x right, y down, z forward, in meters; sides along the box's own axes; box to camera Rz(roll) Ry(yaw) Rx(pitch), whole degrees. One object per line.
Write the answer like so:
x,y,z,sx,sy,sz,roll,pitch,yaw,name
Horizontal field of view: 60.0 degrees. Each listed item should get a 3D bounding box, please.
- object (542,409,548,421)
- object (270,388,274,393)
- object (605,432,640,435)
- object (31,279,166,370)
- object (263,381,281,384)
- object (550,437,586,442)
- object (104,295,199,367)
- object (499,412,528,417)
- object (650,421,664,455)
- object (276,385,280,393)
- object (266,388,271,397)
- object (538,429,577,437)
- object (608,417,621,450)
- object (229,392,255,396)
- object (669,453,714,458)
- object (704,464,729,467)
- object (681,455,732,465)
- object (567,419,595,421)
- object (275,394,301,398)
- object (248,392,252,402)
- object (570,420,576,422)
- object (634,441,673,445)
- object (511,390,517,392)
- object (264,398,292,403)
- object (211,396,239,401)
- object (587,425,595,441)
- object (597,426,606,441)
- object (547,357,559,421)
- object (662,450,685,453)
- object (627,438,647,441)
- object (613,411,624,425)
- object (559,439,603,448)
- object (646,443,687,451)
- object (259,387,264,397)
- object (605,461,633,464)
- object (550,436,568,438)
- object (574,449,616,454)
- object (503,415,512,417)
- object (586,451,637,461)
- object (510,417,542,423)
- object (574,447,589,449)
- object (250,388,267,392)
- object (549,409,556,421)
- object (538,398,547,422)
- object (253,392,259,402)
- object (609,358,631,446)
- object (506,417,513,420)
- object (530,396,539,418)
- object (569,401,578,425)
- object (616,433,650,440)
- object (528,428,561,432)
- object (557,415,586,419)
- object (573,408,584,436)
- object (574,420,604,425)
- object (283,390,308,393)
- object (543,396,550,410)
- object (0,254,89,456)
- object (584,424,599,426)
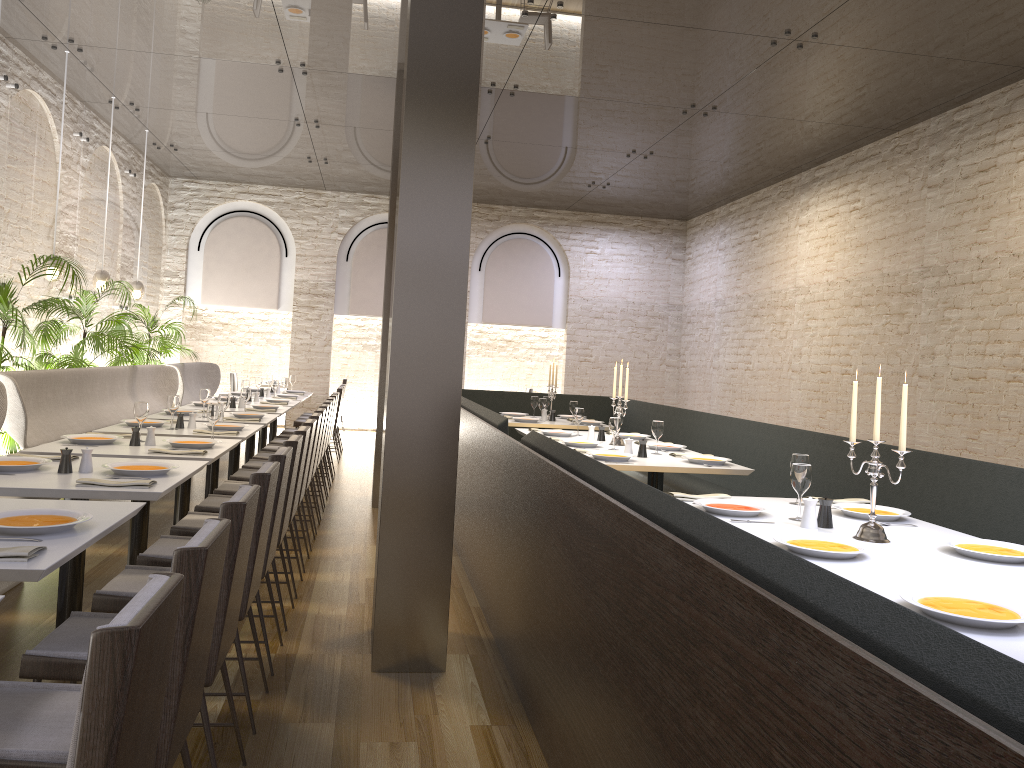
0.333,0.317,9.070,0.069,0.127,0.068,3,0,33,object
-3.162,0.057,11.700,0.059,0.109,0.059,3,0,27,object
0.967,0.436,7.737,0.273,0.033,0.143,3,1,-9,object
-4.179,-0.085,8.651,1.189,1.976,1.143,3,0,32,object
-3.929,-0.019,14.555,0.322,0.036,0.321,4,2,26,object
0.422,0.429,6.781,0.273,0.033,0.143,3,1,-9,object
-4.548,-0.167,11.087,1.144,1.976,1.189,3,0,-28,object
0.021,0.331,9.498,0.321,0.036,0.321,3,1,-13,object
1.009,0.372,6.151,0.086,0.231,0.086,3,-1,33,object
-3.099,0.059,11.756,0.059,0.109,0.059,3,0,27,object
-2.922,0.098,10.630,0.059,0.109,0.059,3,0,27,object
0.370,0.407,7.289,0.321,0.036,0.321,3,1,-13,object
0.727,0.353,6.294,0.086,0.231,0.086,3,-1,-9,object
-3.238,0.120,10.603,0.322,0.036,0.321,4,2,28,object
1.229,0.493,6.075,0.273,0.033,0.143,3,1,-9,object
1.283,0.510,5.537,0.181,0.015,0.038,3,1,-7,object
1.257,0.496,5.728,0.321,0.036,0.322,2,2,-33,object
0.722,0.383,9.288,0.273,0.033,0.143,3,1,-9,object
-2.707,0.148,10.684,0.322,0.036,0.321,4,2,28,object
-2.812,0.133,9.484,0.059,0.109,0.059,3,0,27,object
0.747,0.388,9.136,0.273,0.033,0.143,3,1,-9,object
1.101,0.465,6.888,0.273,0.033,0.143,3,1,-9,object
0.023,0.191,11.125,0.086,0.231,0.086,3,-1,21,object
-2.536,0.185,9.594,0.322,0.036,0.321,4,2,28,object
-3.066,0.157,9.513,0.322,0.036,0.321,4,2,28,object
0.626,0.386,6.990,0.068,0.127,0.069,3,0,-15,object
0.708,0.391,7.000,0.068,0.127,0.069,3,0,-15,object
0.418,0.048,9.195,0.131,0.657,0.390,3,0,2,object
1.155,0.482,6.351,0.181,0.015,0.038,3,1,-7,object
1.021,0.453,7.200,0.181,0.015,0.038,3,1,-7,object
0.853,0.339,7.136,0.086,0.231,0.086,3,-1,3,object
0.502,0.435,6.449,0.321,0.036,0.321,3,1,11,object
1.128,0.468,6.545,0.321,0.036,0.321,3,1,11,object
-2.984,0.096,10.574,0.059,0.109,0.059,3,0,27,object
0.656,0.480,5.416,0.185,0.010,0.017,3,1,-9,object
0.394,0.424,7.078,0.185,0.010,0.017,3,1,-9,object
0.551,0.457,5.968,0.273,0.033,0.143,3,1,-9,object
0.043,0.347,9.188,0.273,0.033,0.143,3,1,-9,object
0.631,0.463,5.632,0.321,0.036,0.322,3,1,-11,object
0.137,0.356,8.761,0.321,0.036,0.322,2,2,-33,object
0.528,0.453,6.229,0.185,0.010,0.017,3,1,-9,object
-3.415,0.082,11.729,0.322,0.036,0.321,4,2,28,object
0.416,0.322,9.059,0.069,0.127,0.068,3,0,33,object
0.306,0.262,8.964,0.086,0.231,0.086,3,-1,27,object
-2.750,0.135,9.540,0.059,0.109,0.059,3,0,27,object
0.813,0.133,6.691,0.131,0.657,0.390,3,0,2,object
0.067,0.353,9.035,0.273,0.033,0.143,3,1,-9,object
0.235,0.246,9.413,0.086,0.231,0.086,3,-1,27,object
0.604,0.284,8.720,0.086,0.231,0.086,3,-1,27,object
0.996,0.439,7.386,0.321,0.036,0.321,3,1,-13,object
0.288,0.400,7.630,0.273,0.033,0.143,3,1,-9,object
0.647,0.364,9.595,0.322,0.036,0.321,4,2,39,object
0.556,0.316,7.380,0.086,0.231,0.086,3,-1,3,object
0.764,0.389,8.858,0.321,0.036,0.322,2,2,-33,object
-2.885,0.109,11.811,0.322,0.036,0.321,4,2,28,object
0.371,0.249,9.624,0.086,0.231,0.086,4,-1,-39,object
-3.864,-0.017,6.665,1.146,1.976,1.187,3,0,22,object
0.788,0.403,8.678,0.181,0.015,0.038,3,1,-7,object
